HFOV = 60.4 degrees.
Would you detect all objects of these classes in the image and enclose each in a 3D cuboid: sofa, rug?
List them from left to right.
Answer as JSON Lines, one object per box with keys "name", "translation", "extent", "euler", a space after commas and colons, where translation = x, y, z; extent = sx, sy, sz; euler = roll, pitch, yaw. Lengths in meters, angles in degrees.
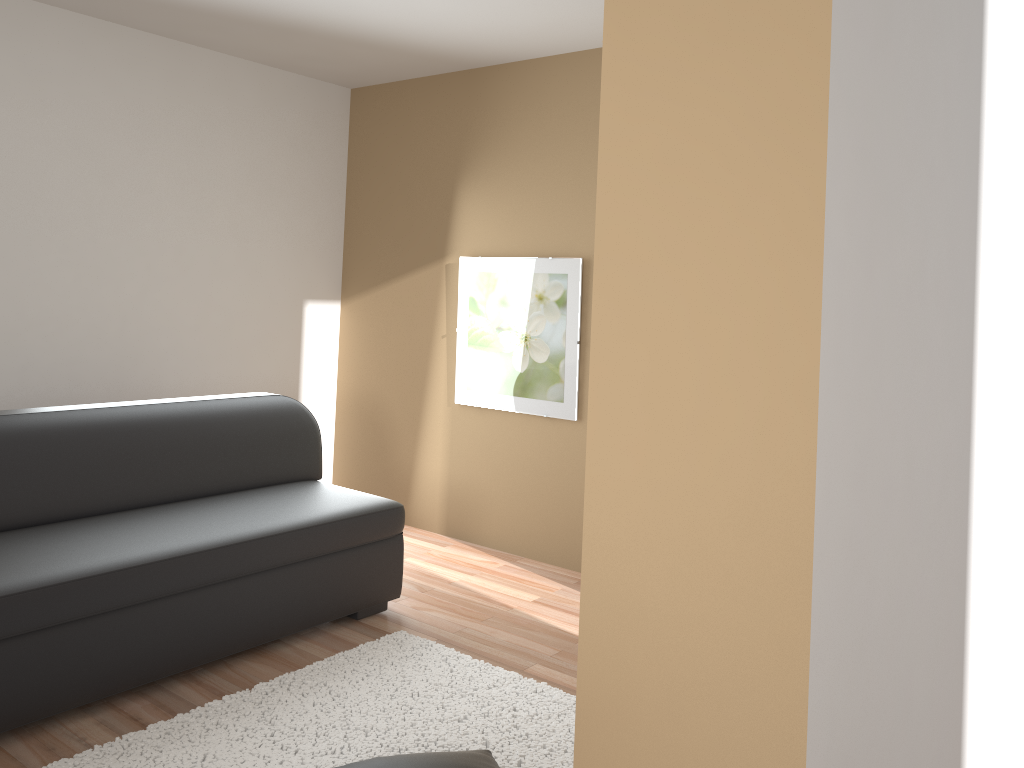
{"name": "sofa", "translation": [-1.463, 0.551, 3.186], "extent": [0.955, 0.834, 2.258], "euler": [5, 5, 38]}
{"name": "rug", "translation": [-0.507, 1.097, 2.224], "extent": [1.455, 0.045, 2.024], "euler": [7, 7, 38]}

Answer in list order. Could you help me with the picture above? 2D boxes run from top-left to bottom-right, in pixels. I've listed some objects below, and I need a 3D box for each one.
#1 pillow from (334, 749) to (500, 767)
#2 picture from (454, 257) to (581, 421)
{"name": "pillow", "translation": [-0.186, 1.032, 2.026], "extent": [0.581, 0.209, 0.612], "euler": [0, 6, -27]}
{"name": "picture", "translation": [0.013, -0.262, 4.653], "extent": [0.819, 0.817, 0.018], "euler": [4, 0, 38]}
